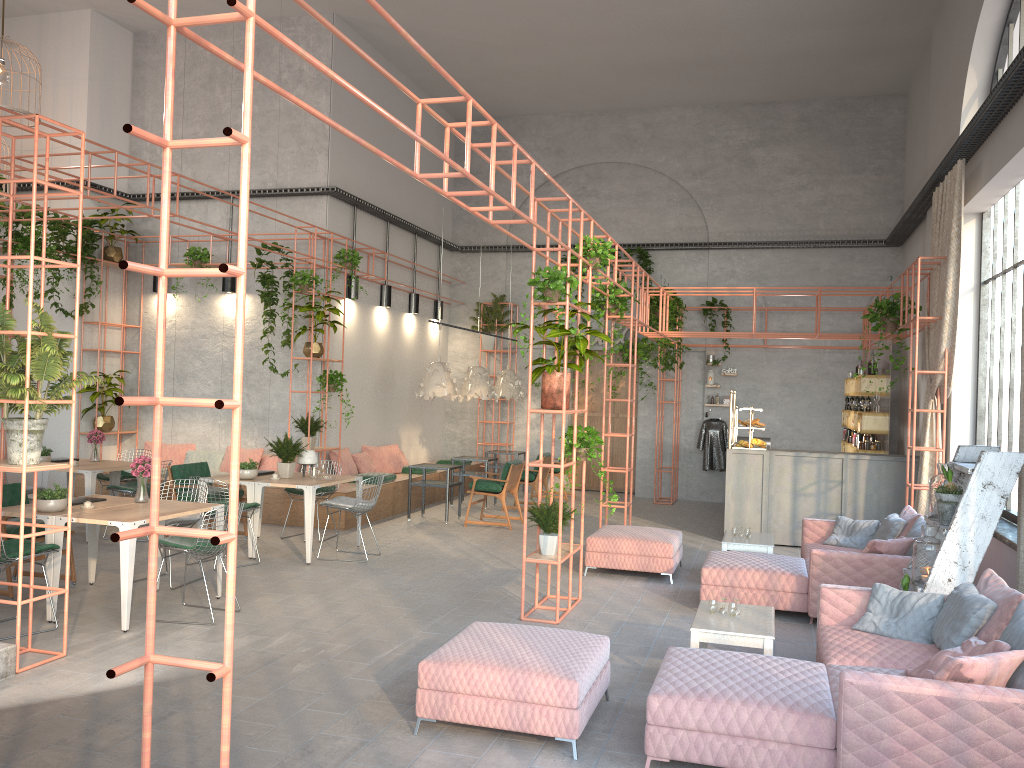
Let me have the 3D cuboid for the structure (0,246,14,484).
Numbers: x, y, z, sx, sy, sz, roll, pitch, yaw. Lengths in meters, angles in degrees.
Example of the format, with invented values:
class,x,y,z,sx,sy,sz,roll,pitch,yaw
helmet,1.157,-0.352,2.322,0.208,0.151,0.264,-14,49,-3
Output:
class,x,y,z,sx,sy,sz,roll,pitch,yaw
structure,-7.889,-0.245,13.190,0.624,3.596,0.424,2,0,16

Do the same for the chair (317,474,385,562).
class,x,y,z,sx,sy,sz,roll,pitch,yaw
chair,-1.794,1.461,9.900,0.717,0.941,0.565,2,0,13

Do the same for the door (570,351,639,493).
class,x,y,z,sx,sy,sz,roll,pitch,yaw
door,1.888,0.723,17.533,1.360,2.729,0.551,2,0,16

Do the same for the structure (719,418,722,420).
class,x,y,z,sx,sy,sz,roll,pitch,yaw
structure,3.798,0.634,16.195,0.066,0.044,0.019,2,0,16

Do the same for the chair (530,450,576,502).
class,x,y,z,sx,sy,sz,roll,pitch,yaw
chair,0.765,1.600,15.961,0.685,0.930,0.722,2,0,16

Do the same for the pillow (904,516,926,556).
class,x,y,z,sx,sy,sz,roll,pitch,yaw
pillow,3.580,1.449,7.845,0.273,0.476,0.836,2,0,17

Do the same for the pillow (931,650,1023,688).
class,x,y,z,sx,sy,sz,roll,pitch,yaw
pillow,2.177,1.422,4.226,0.495,0.349,0.308,2,0,-24

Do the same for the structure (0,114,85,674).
class,x,y,z,sx,sy,sz,roll,pitch,yaw
structure,-3.349,0.053,5.976,0.624,3.602,0.424,2,0,16

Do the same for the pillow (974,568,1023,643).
class,x,y,z,sx,sy,sz,roll,pitch,yaw
pillow,2.848,1.404,5.320,0.276,0.474,0.839,2,0,17

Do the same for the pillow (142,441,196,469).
class,x,y,z,sx,sy,sz,roll,pitch,yaw
pillow,-5.202,1.115,13.377,0.839,0.474,0.276,2,0,7

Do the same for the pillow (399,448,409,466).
class,x,y,z,sx,sy,sz,roll,pitch,yaw
pillow,-1.928,1.282,15.032,0.289,0.385,0.666,2,0,12

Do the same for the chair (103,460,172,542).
class,x,y,z,sx,sy,sz,roll,pitch,yaw
chair,-4.500,1.378,10.698,0.717,0.941,0.565,2,0,13

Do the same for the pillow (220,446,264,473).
class,x,y,z,sx,sy,sz,roll,pitch,yaw
pillow,-3.986,1.152,12.973,0.839,0.474,0.276,2,-1,37

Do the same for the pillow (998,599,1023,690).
class,x,y,z,sx,sy,sz,roll,pitch,yaw
pillow,2.581,1.391,4.454,0.273,0.476,0.836,2,0,17

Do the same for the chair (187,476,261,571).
class,x,y,z,sx,sy,sz,roll,pitch,yaw
chair,-3.012,1.417,9.286,0.565,0.941,0.717,2,0,33

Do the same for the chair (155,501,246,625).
class,x,y,z,sx,sy,sz,roll,pitch,yaw
chair,-2.563,1.416,7.224,0.717,0.941,0.565,2,0,13

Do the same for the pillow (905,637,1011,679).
class,x,y,z,sx,sy,sz,roll,pitch,yaw
pillow,2.356,1.450,4.643,0.441,0.317,0.479,2,0,-2

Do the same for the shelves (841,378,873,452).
class,x,y,z,sx,sy,sz,roll,pitch,yaw
shelves,5.677,0.831,14.634,0.328,1.838,1.750,2,0,16

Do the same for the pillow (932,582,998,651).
class,x,y,z,sx,sy,sz,roll,pitch,yaw
pillow,2.707,1.432,5.375,0.289,0.385,0.666,2,0,17

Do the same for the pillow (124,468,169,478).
class,x,y,z,sx,sy,sz,roll,pitch,yaw
pillow,-5.398,1.293,12.991,0.637,0.149,0.491,2,0,17

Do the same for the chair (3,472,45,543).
class,x,y,z,sx,sy,sz,roll,pitch,yaw
chair,-5.718,1.334,10.085,0.565,0.941,0.717,2,0,33

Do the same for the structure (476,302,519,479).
class,x,y,z,sx,sy,sz,roll,pitch,yaw
structure,-0.289,0.237,17.187,0.630,3.597,0.430,2,0,16

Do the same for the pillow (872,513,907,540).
class,x,y,z,sx,sy,sz,roll,pitch,yaw
pillow,3.705,1.489,8.766,0.289,0.385,0.666,2,0,17

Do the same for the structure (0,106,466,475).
class,x,y,z,sx,sy,sz,roll,pitch,yaw
structure,-4.367,-0.509,12.780,4.501,4.345,14.096,2,0,15

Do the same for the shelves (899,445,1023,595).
class,x,y,z,sx,sy,sz,roll,pitch,yaw
shelves,3.257,1.276,6.650,0.856,1.618,0.842,2,0,16

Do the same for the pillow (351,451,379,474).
class,x,y,z,sx,sy,sz,roll,pitch,yaw
pillow,-2.290,1.261,13.802,0.289,0.385,0.666,2,0,12

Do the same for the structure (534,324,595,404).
class,x,y,z,sx,sy,sz,roll,pitch,yaw
structure,1.025,-0.386,17.112,0.950,1.527,0.921,2,-1,-40

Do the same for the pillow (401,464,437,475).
class,x,y,z,sx,sy,sz,roll,pitch,yaw
pillow,-1.572,1.431,14.835,0.491,0.149,0.637,2,0,17

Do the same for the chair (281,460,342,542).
class,x,y,z,sx,sy,sz,roll,pitch,yaw
chair,-2.495,1.447,11.070,0.565,0.941,0.717,2,0,18

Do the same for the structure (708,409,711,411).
class,x,y,z,sx,sy,sz,roll,pitch,yaw
structure,3.629,0.477,16.245,0.066,0.044,0.019,2,0,16

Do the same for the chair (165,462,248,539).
class,x,y,z,sx,sy,sz,roll,pitch,yaw
chair,-3.618,1.410,10.519,0.685,0.917,0.722,2,0,16

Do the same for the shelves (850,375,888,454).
class,x,y,z,sx,sy,sz,roll,pitch,yaw
shelves,5.135,0.800,12.793,0.328,1.838,1.750,2,0,16

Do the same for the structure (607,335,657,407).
class,x,y,z,sx,sy,sz,roll,pitch,yaw
structure,2.303,-0.327,16.779,0.950,1.527,0.921,2,0,15

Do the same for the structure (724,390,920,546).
class,x,y,z,sx,sy,sz,roll,pitch,yaw
structure,4.648,1.154,13.342,2.579,2.022,4.057,2,0,16

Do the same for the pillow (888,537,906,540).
class,x,y,z,sx,sy,sz,roll,pitch,yaw
pillow,3.355,1.508,8.034,0.441,0.317,0.479,2,0,-2

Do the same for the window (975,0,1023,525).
class,x,y,z,sx,sy,sz,roll,pitch,yaw
window,4.927,-1.421,8.370,0.089,5.538,4.127,2,0,16

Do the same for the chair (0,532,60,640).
class,x,y,z,sx,sy,sz,roll,pitch,yaw
chair,-3.781,1.372,6.611,0.565,0.941,0.717,2,0,33

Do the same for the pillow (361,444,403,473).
class,x,y,z,sx,sy,sz,roll,pitch,yaw
pillow,-2.088,1.226,14.409,0.276,0.474,0.839,2,-1,37

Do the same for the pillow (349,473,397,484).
class,x,y,z,sx,sy,sz,roll,pitch,yaw
pillow,-2.061,1.403,13.174,0.491,0.149,0.637,2,0,17

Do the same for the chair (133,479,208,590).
class,x,y,z,sx,sy,sz,roll,pitch,yaw
chair,-3.265,1.402,8.395,0.565,0.941,0.717,2,0,18

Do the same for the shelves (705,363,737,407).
class,x,y,z,sx,sy,sz,roll,pitch,yaw
shelves,3.800,0.014,16.120,0.560,0.790,0.186,2,0,17

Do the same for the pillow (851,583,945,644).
class,x,y,z,sx,sy,sz,roll,pitch,yaw
pillow,2.484,1.477,5.687,0.307,0.324,0.500,2,-1,-38

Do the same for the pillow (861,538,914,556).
class,x,y,z,sx,sy,sz,roll,pitch,yaw
pillow,3.175,1.480,7.616,0.495,0.349,0.308,2,0,-24

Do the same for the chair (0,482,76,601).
class,x,y,z,sx,sy,sz,roll,pitch,yaw
chair,-4.388,1.366,7.844,0.685,0.917,0.722,2,0,16

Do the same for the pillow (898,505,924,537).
class,x,y,z,sx,sy,sz,roll,pitch,yaw
pillow,3.847,1.462,8.711,0.276,0.474,0.839,2,0,17

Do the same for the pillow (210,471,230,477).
class,x,y,z,sx,sy,sz,roll,pitch,yaw
pillow,-4.393,1.323,12.695,0.637,0.149,0.491,2,0,17

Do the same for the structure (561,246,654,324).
class,x,y,z,sx,sy,sz,roll,pitch,yaw
structure,1.715,-1.817,16.766,1.939,1.514,0.856,2,0,11

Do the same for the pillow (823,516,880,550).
class,x,y,z,sx,sy,sz,roll,pitch,yaw
pillow,3.483,1.534,9.077,0.307,0.324,0.500,2,-1,-38

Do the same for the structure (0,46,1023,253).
class,x,y,z,sx,sy,sz,roll,pitch,yaw
structure,-2.626,-2.778,10.351,15.603,0.110,15.203,2,0,16

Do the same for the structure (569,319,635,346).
class,x,y,z,sx,sy,sz,roll,pitch,yaw
structure,1.712,-0.978,16.864,1.312,0.505,0.063,2,0,16

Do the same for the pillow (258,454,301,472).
class,x,y,z,sx,sy,sz,roll,pitch,yaw
pillow,-3.365,1.219,12.812,0.666,0.385,0.289,2,0,12

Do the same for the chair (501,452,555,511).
class,x,y,z,sx,sy,sz,roll,pitch,yaw
chair,0.275,1.572,14.299,0.685,0.930,0.722,2,0,16

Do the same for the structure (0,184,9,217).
class,x,y,z,sx,sy,sz,roll,pitch,yaw
structure,-7.785,-2.589,13.051,0.903,0.803,0.934,2,0,-12

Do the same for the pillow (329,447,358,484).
class,x,y,z,sx,sy,sz,roll,pitch,yaw
pillow,-2.491,1.204,13.192,0.276,0.474,0.839,2,0,7

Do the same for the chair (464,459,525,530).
class,x,y,z,sx,sy,sz,roll,pitch,yaw
chair,-0.225,1.543,12.601,0.685,0.929,0.722,2,0,16

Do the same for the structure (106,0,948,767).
class,x,y,z,sx,sy,sz,roll,pitch,yaw
structure,2.402,0.244,9.114,4.157,4.247,14.689,2,0,16

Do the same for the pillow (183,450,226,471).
class,x,y,z,sx,sy,sz,roll,pitch,yaw
pillow,-4.594,1.182,13.175,0.666,0.385,0.289,2,0,12

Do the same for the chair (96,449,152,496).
class,x,y,z,sx,sy,sz,roll,pitch,yaw
chair,-5.202,1.364,11.868,0.565,0.941,0.717,2,0,18

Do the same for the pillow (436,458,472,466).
class,x,y,z,sx,sy,sz,roll,pitch,yaw
pillow,-1.071,1.460,16.535,0.491,0.149,0.637,2,0,17
